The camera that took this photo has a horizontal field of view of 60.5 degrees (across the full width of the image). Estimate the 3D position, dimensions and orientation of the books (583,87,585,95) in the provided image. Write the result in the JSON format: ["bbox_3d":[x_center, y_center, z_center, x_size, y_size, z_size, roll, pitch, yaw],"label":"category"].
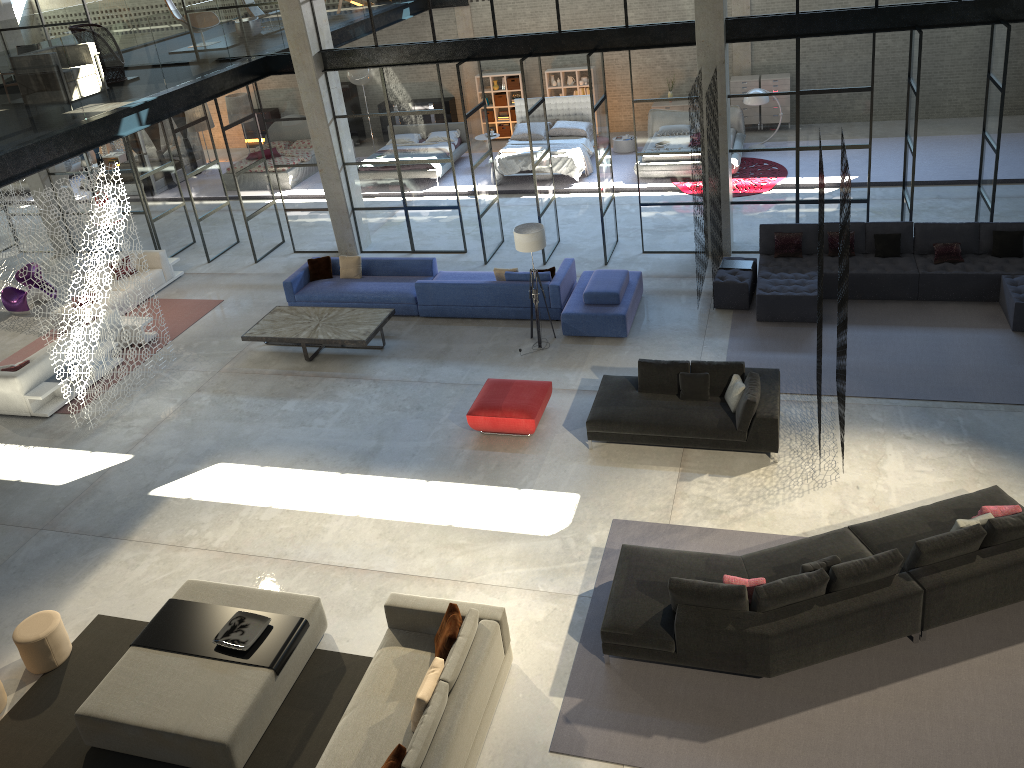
[{"bbox_3d":[1.856,-7.347,22.186,0.065,0.317,0.266,0,27,18],"label":"books"}]

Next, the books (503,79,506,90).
[{"bbox_3d":[-0.167,-7.789,22.680,0.087,0.303,0.266,0,27,18],"label":"books"}]

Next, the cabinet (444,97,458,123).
[{"bbox_3d":[-2.517,-7.110,23.817,2.082,1.101,0.474,2,26,18],"label":"cabinet"}]

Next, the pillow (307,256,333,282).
[{"bbox_3d":[-3.228,-1.947,14.785,0.398,0.352,0.273,-8,26,-1],"label":"pillow"}]

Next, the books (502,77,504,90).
[{"bbox_3d":[-0.199,-7.791,22.690,0.087,0.303,0.266,0,27,18],"label":"books"}]

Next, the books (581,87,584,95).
[{"bbox_3d":[1.813,-7.339,22.183,0.059,0.317,0.266,0,27,18],"label":"books"}]

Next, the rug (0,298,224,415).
[{"bbox_3d":[-6.833,-0.582,14.255,2.647,0.019,3.832,2,30,17],"label":"rug"}]

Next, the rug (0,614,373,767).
[{"bbox_3d":[-2.665,3.021,6.816,3.629,0.019,2.796,3,30,17],"label":"rug"}]

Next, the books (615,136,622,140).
[{"bbox_3d":[2.512,-5.776,20.612,0.134,0.020,0.203,2,30,17],"label":"books"}]

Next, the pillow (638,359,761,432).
[{"bbox_3d":[2.224,-0.005,9.986,0.766,0.398,1.619,-29,35,-35],"label":"pillow"}]

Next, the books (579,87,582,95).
[{"bbox_3d":[1.770,-7.341,22.197,0.069,0.318,0.266,0,27,18],"label":"books"}]

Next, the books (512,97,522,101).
[{"bbox_3d":[0.142,-7.382,22.755,0.256,0.045,0.225,2,30,17],"label":"books"}]

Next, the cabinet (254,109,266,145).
[{"bbox_3d":[-7.163,-7.304,25.254,1.041,1.101,0.474,2,26,18],"label":"cabinet"}]

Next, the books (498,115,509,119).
[{"bbox_3d":[-0.194,-7.026,23.058,0.282,0.052,0.243,2,30,17],"label":"books"}]

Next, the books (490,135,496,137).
[{"bbox_3d":[-0.498,-5.881,20.689,0.229,0.040,0.317,-10,29,-5],"label":"books"}]

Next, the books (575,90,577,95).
[{"bbox_3d":[1.628,-7.296,22.213,0.061,0.252,0.197,0,27,18],"label":"books"}]

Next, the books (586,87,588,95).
[{"bbox_3d":[1.927,-7.329,22.149,0.020,0.303,0.266,0,27,18],"label":"books"}]

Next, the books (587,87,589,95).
[{"bbox_3d":[1.954,-7.331,22.138,0.036,0.315,0.266,0,27,18],"label":"books"}]

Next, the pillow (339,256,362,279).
[{"bbox_3d":[-2.697,-1.947,14.653,0.402,0.362,0.218,2,27,19],"label":"pillow"}]

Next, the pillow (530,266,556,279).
[{"bbox_3d":[0.472,-1.616,13.324,0.398,0.352,0.273,-8,26,-1],"label":"pillow"}]

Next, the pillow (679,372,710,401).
[{"bbox_3d":[2.083,0.022,10.004,0.343,0.292,0.197,1,26,16],"label":"pillow"}]

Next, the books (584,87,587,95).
[{"bbox_3d":[1.882,-7.340,22.159,0.055,0.324,0.266,0,27,18],"label":"books"}]

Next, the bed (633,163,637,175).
[{"bbox_3d":[3.889,-5.307,19.126,2.242,0.879,2.698,2,30,17],"label":"bed"}]

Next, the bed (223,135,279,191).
[{"bbox_3d":[-5.944,-5.866,22.093,2.031,1.216,2.471,2,29,18],"label":"bed"}]

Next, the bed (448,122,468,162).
[{"bbox_3d":[-2.370,-5.508,21.012,2.257,0.826,2.529,2,30,17],"label":"bed"}]

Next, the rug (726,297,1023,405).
[{"bbox_3d":[4.699,-0.526,11.450,3.629,0.019,2.796,3,30,17],"label":"rug"}]

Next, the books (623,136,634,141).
[{"bbox_3d":[2.732,-5.748,20.488,0.229,0.044,0.316,5,31,22],"label":"books"}]

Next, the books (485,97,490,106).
[{"bbox_3d":[-0.653,-7.405,23.009,0.075,0.193,0.168,0,27,18],"label":"books"}]

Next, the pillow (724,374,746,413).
[{"bbox_3d":[2.492,0.099,9.761,0.208,0.299,0.360,-8,27,-1],"label":"pillow"}]

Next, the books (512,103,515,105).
[{"bbox_3d":[0.152,-7.314,22.785,0.256,0.068,0.225,2,30,17],"label":"books"}]

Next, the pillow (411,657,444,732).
[{"bbox_3d":[-0.628,2.313,6.528,0.207,0.362,0.424,1,28,19],"label":"pillow"}]

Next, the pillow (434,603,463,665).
[{"bbox_3d":[-0.513,2.029,7.020,0.259,0.352,0.421,-8,27,-1],"label":"pillow"}]

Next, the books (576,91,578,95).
[{"bbox_3d":[1.666,-7.300,22.202,0.052,0.263,0.197,0,27,18],"label":"books"}]

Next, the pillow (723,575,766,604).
[{"bbox_3d":[1.877,1.655,7.095,0.341,0.292,0.210,0,26,14],"label":"pillow"}]

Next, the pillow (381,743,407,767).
[{"bbox_3d":[-0.876,2.684,5.922,0.270,0.339,0.431,6,30,27],"label":"pillow"}]

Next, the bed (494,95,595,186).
[{"bbox_3d":[0.725,-5.497,19.753,2.218,1.346,2.446,2,29,17],"label":"bed"}]

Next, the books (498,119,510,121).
[{"bbox_3d":[-0.187,-6.977,23.079,0.309,0.052,0.243,2,30,17],"label":"books"}]

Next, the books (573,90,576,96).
[{"bbox_3d":[1.590,-7.300,22.218,0.089,0.262,0.196,0,27,18],"label":"books"}]

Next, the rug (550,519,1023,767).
[{"bbox_3d":[2.381,2.152,7.190,3.629,0.019,2.796,3,30,17],"label":"rug"}]

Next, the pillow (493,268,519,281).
[{"bbox_3d":[-0.061,-1.623,13.454,0.402,0.362,0.218,2,27,19],"label":"pillow"}]

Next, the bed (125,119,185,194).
[{"bbox_3d":[-9.695,-6.223,22.835,2.248,1.973,2.441,2,28,18],"label":"bed"}]
